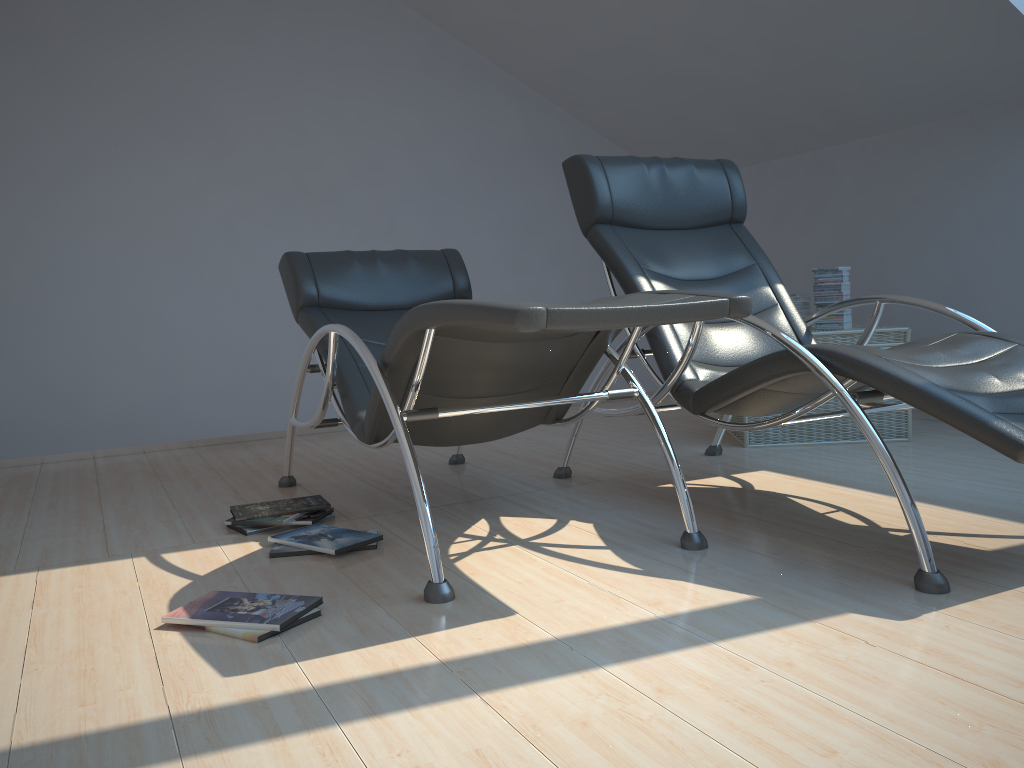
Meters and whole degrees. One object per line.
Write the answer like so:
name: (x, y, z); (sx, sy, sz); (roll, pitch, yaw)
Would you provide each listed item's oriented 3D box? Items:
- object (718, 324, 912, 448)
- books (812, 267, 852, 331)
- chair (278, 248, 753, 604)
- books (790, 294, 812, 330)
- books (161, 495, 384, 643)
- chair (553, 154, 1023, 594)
object: (1.439, -0.012, 4.345); (0.745, 0.518, 0.744); (-3, 5, 4)
books: (1.508, -0.398, 4.179); (0.149, 0.300, 0.149); (1, 6, 35)
chair: (-0.167, -0.028, 2.897); (0.836, 0.953, 2.114); (-5, 5, -26)
books: (1.366, -0.345, 4.339); (0.162, 0.184, 0.165); (-5, 6, -27)
books: (0.926, 0.400, 1.576); (4.790, 0.222, 1.045); (0, 6, 31)
chair: (0.923, -0.229, 2.850); (0.836, 1.251, 1.938); (-5, 5, -26)
